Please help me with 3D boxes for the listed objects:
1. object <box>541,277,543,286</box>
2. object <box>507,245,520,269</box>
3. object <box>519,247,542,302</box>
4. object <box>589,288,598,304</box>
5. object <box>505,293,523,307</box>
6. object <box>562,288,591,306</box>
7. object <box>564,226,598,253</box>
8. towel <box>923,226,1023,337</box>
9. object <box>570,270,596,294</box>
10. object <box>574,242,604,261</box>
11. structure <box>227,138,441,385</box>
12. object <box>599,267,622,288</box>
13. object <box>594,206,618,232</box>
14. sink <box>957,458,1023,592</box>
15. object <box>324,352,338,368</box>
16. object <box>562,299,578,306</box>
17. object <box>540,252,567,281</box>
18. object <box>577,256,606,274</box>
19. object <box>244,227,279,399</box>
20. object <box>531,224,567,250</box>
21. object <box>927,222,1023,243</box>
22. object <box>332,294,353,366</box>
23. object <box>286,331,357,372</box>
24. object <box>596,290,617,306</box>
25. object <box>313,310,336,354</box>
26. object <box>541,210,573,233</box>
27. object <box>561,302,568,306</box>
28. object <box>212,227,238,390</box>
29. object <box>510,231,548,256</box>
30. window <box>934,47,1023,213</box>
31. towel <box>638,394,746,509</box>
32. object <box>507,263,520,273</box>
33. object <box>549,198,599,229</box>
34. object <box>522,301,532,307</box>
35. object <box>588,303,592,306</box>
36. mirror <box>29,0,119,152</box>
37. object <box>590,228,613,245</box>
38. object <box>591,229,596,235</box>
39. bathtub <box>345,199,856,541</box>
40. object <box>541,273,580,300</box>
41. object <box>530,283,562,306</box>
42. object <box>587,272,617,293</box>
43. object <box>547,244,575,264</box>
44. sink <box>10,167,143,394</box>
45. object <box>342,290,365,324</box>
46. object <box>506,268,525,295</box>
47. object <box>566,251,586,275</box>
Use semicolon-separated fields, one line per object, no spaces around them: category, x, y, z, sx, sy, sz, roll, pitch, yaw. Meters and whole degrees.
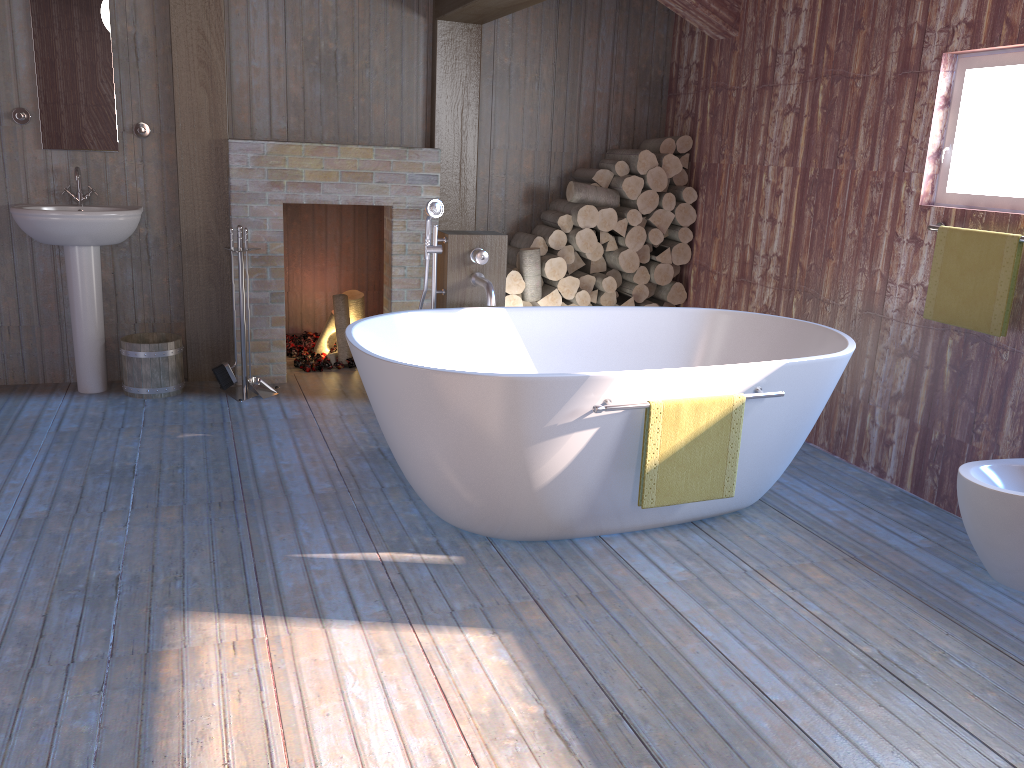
object;0.081;-0.635;5.292;0.121;0.124;0.291;-2;15;-19
object;0.027;-0.755;5.257;0.108;0.113;0.302;-3;15;-19
object;0.108;-0.620;5.015;0.147;0.298;0.109;-2;15;-17
object;0.415;-0.550;5.339;0.086;0.089;0.279;-3;16;-21
object;-0.078;-0.492;5.169;0.137;0.133;0.437;-3;16;-21
object;0.330;-0.546;5.302;0.098;0.100;0.437;-3;16;-21
object;0.343;-0.867;5.220;0.141;0.143;0.437;-3;16;-21
towel;1.692;-0.385;3.270;0.032;0.361;0.370;-3;15;-19
object;0.388;-0.623;5.310;0.114;0.120;0.303;-2;15;-19
object;0.433;-0.808;5.267;0.115;0.123;0.291;-2;15;-19
structure;-0.988;-0.665;4.982;1.130;1.330;0.226;-3;15;-20
object;0.559;-0.670;5.465;0.116;0.118;0.289;-3;16;-22
object;0.467;-0.993;5.237;0.138;0.147;0.440;-3;15;-19
sink;1.677;0.407;2.870;0.515;0.517;0.335;-2;15;-19
object;-1.049;-0.170;5.467;0.085;0.084;0.278;10;16;25
object;0.308;-0.459;5.332;0.114;0.120;0.303;-2;15;-19
object;0.176;-0.709;5.204;0.138;0.147;0.440;-3;15;-19
object;0.462;-0.748;5.408;0.104;0.127;0.321;-3;15;-19
object;-1.343;-0.370;4.598;0.206;0.871;0.126;9;16;22
object;0.215;-0.859;5.169;0.115;0.123;0.291;-2;15;-19
object;1.735;-0.547;3.235;0.091;0.043;0.581;-3;15;-19
object;-1.032;-0.327;5.420;0.098;0.434;0.283;-3;16;-21
object;-1.137;-0.235;5.758;0.829;0.085;0.935;-8;18;-36
object;0.517;-0.540;5.381;0.111;0.113;0.301;-3;16;-21
object;-1.141;-0.311;5.566;0.221;0.306;0.121;4;15;7
object;0.264;-0.952;5.178;0.106;0.112;0.282;-2;15;-19
object;0.247;-0.483;5.288;0.088;0.092;0.280;-2;15;-19
object;-1.484;-0.379;4.557;0.136;0.846;0.062;-9;18;-37
object;0.099;-0.822;5.189;0.114;0.113;0.301;-3;16;-22
window;1.953;-0.854;2.985;0.054;0.587;1.255;-2;15;-19
towel;0.589;0.218;2.901;0.370;0.361;0.032;-4;16;-23
object;-0.015;-0.673;5.261;0.099;0.093;0.280;-2;15;-19
object;0.359;-1.001;5.195;0.135;0.145;0.439;-3;15;-19
object;0.025;-0.474;5.322;0.115;0.123;0.291;-2;15;-19
object;0.388;-0.490;5.450;0.121;0.124;0.291;-2;15;-19
mirror;-2.150;-1.757;4.328;0.350;1.199;0.009;-3;15;-20
object;0.504;-0.887;5.275;0.088;0.092;0.280;-2;15;-19
object;0.438;-0.888;5.233;0.057;0.061;0.156;-3;16;-20
bathtub;0.359;-0.082;3.362;1.935;1.109;1.460;3;15;2
object;0.249;-0.612;5.275;0.139;0.148;0.458;-3;15;-19
object;0.127;-0.518;5.266;0.155;0.174;0.483;-3;16;-21
object;0.486;-0.630;5.339;0.098;0.100;0.437;-3;16;-21
object;0.259;-0.779;5.226;0.111;0.113;0.301;-3;16;-20
sink;-2.149;-0.500;4.448;0.582;1.143;0.475;-3;16;-20
object;-1.007;-0.374;5.667;0.140;0.459;0.266;2;15;-2
object;-0.071;-0.621;5.148;0.139;0.137;0.455;-3;16;-21
object;0.323;-0.755;5.352;0.128;0.150;0.323;-3;15;-19
